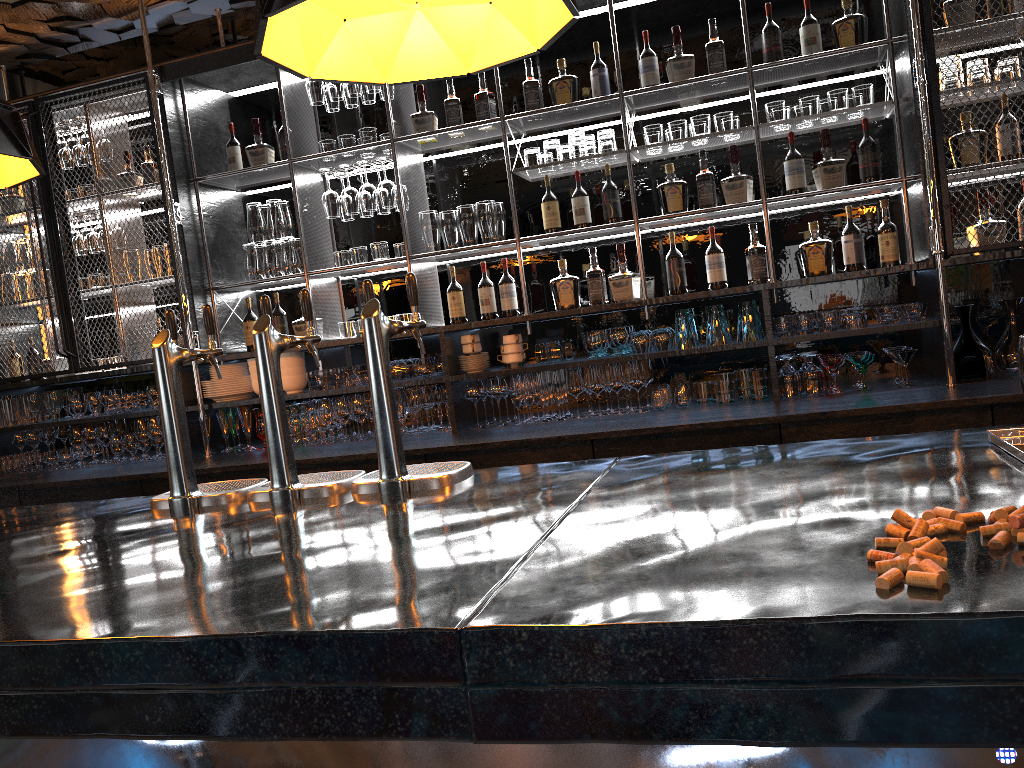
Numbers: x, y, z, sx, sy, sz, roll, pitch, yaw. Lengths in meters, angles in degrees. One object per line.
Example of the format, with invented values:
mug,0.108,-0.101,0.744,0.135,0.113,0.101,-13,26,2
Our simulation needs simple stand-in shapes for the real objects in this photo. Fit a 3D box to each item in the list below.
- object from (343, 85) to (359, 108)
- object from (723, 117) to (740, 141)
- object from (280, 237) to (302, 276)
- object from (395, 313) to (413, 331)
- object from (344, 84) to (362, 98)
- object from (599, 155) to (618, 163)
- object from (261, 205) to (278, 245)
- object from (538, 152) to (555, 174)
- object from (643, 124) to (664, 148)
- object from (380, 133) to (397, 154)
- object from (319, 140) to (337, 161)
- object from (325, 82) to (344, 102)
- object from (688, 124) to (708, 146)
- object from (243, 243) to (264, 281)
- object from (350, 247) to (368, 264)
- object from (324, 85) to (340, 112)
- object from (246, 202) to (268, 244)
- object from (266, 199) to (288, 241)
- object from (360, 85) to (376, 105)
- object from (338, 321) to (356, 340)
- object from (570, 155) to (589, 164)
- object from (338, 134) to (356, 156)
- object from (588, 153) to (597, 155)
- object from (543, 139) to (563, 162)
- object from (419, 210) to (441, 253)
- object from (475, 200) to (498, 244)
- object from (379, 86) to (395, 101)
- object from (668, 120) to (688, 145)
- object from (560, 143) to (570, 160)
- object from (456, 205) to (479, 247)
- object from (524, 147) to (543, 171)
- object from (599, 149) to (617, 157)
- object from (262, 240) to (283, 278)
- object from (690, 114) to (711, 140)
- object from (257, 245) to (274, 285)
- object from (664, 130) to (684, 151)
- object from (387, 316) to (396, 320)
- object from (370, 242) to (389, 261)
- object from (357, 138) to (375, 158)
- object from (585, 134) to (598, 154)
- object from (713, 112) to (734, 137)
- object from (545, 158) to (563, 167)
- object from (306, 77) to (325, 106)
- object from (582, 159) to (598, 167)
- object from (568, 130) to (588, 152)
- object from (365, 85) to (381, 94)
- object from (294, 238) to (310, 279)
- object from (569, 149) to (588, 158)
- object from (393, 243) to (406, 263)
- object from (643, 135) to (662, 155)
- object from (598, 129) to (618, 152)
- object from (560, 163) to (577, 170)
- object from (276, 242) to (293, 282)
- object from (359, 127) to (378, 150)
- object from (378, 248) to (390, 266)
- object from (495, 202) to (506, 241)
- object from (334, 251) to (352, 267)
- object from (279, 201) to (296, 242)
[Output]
object,-0.847,-1.563,4.600,0.092,0.244,0.092,-9,4,-23
object,1.018,-1.185,4.124,0.089,0.092,0.089,-8,3,-9
object,-1.172,-0.668,4.681,0.105,0.209,0.105,-9,4,-28
object,-0.545,-0.310,4.514,0.089,0.092,0.089,-6,4,27
object,-0.799,-1.559,4.414,0.092,0.244,0.092,-9,4,-23
object,0.460,-1.122,4.269,0.089,0.092,0.089,-7,3,6
object,-1.338,-0.867,4.838,0.105,0.209,0.105,-9,4,-28
object,0.167,-1.091,4.380,0.089,0.092,0.089,-8,3,-12
object,0.652,-1.135,4.066,0.089,0.092,0.089,-8,3,-12
object,-0.637,-1.248,4.607,0.089,0.092,0.089,-8,3,-15
object,-0.949,-1.206,4.586,0.089,0.092,0.089,-8,3,-15
object,-0.893,-1.548,4.442,0.092,0.244,0.092,-9,4,-23
object,0.872,-1.167,4.137,0.089,0.092,0.089,-6,4,16
object,-1.392,-0.645,4.759,0.105,0.209,0.105,-9,4,-28
object,-0.782,-0.651,4.550,0.089,0.092,0.089,-8,3,-5
object,-0.952,-1.552,4.631,0.092,0.244,0.092,-9,4,-23
object,-1.364,-0.857,4.730,0.105,0.209,0.105,-9,4,-28
object,-1.250,-0.870,4.705,0.105,0.209,0.105,-9,4,-28
object,-0.753,-1.574,4.572,0.092,0.244,0.092,-9,4,-23
object,-0.849,-0.275,4.583,0.089,0.092,0.089,-8,3,-12
object,0.315,-1.099,4.199,0.089,0.092,0.089,-7,3,6
object,-0.840,-1.217,4.529,0.089,0.092,0.089,-8,3,-15
object,0.372,-1.137,4.329,0.089,0.092,0.089,-4,5,42
object,0.191,-1.103,4.194,0.089,0.092,0.089,-9,4,-32
object,-0.404,-0.751,4.408,0.105,0.209,0.105,-9,4,-28
object,-0.118,-0.782,4.326,0.105,0.209,0.105,-9,4,-28
object,-0.654,-1.585,4.542,0.092,0.244,0.092,-9,4,-23
object,0.759,-1.147,4.047,0.089,0.092,0.089,-9,4,-20
object,0.266,-1.121,4.336,0.089,0.092,0.089,-4,5,42
object,-0.215,-0.773,4.380,0.105,0.209,0.105,-9,4,-28
object,0.100,-1.073,4.230,0.089,0.092,0.089,-4,5,42
object,0.444,-1.111,4.129,0.089,0.092,0.089,-4,5,42
object,-1.278,-0.657,4.726,0.105,0.209,0.105,-9,4,-28
object,0.853,-1.156,3.993,0.089,0.092,0.089,-9,4,-20
object,-1.370,-0.654,4.874,0.105,0.209,0.105,-9,4,-28
object,0.772,-1.158,4.207,0.089,0.092,0.089,-10,4,-34
object,-0.628,-0.305,4.605,0.089,0.092,0.089,-6,4,27
object,-0.663,-0.661,4.451,0.089,0.092,0.089,-7,3,1
object,-0.759,-1.234,4.632,0.089,0.092,0.089,-6,4,27
object,0.369,-1.162,4.328,0.089,0.092,0.089,-4,5,42
object,0.956,-1.170,3.998,0.089,0.092,0.089,-9,4,-29
object,0.194,-1.083,4.195,0.089,0.092,0.089,-8,3,-12
object,-0.998,-1.537,4.474,0.092,0.244,0.092,-9,4,-23
object,0.375,-1.115,4.330,0.089,0.092,0.089,-4,5,42
object,0.308,-1.147,4.196,0.089,0.092,0.089,-7,3,12
object,-0.700,-1.570,4.384,0.092,0.244,0.092,-9,4,-23
object,-1.154,-0.677,4.791,0.105,0.209,0.105,-9,4,-28
object,0.312,-1.121,4.197,0.089,0.092,0.089,-7,3,6
object,-0.568,-0.682,4.610,0.089,0.092,0.089,-7,3,1
object,0.675,-1.147,4.229,0.089,0.092,0.089,-9,4,-32
object,0.442,-1.131,4.128,0.089,0.092,0.089,-7,3,7
object,0.268,-1.101,4.337,0.089,0.092,0.089,-4,5,42
object,-1.255,-0.666,4.832,0.105,0.209,0.105,-9,4,-28
object,-0.717,-1.227,4.440,0.089,0.092,0.089,-8,3,-15
object,-0.684,-0.669,4.637,0.089,0.092,0.089,-10,5,-41
object,-0.077,-0.793,4.426,0.105,0.209,0.105,-9,4,-28
object,-0.880,-0.643,4.625,0.089,0.092,0.089,-8,3,-5
object,-1.229,-0.878,4.793,0.105,0.209,0.105,-9,4,-28
